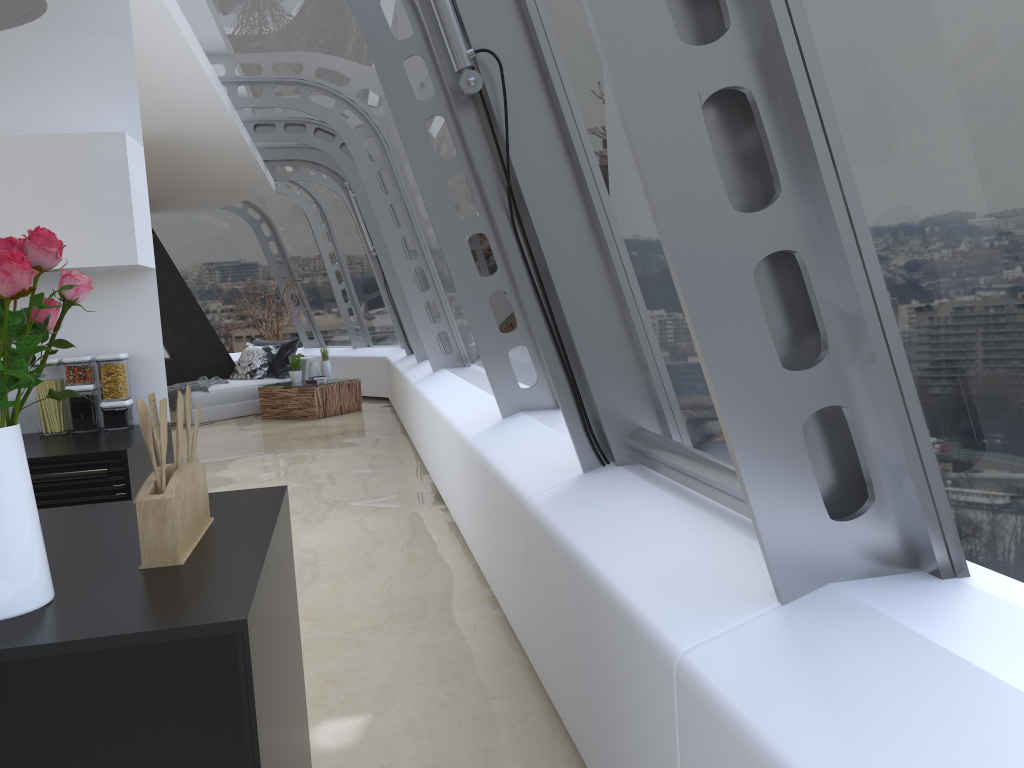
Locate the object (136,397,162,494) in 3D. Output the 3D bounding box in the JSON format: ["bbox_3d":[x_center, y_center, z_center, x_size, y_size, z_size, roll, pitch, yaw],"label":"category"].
[{"bbox_3d":[-0.653,0.171,1.635,0.039,0.298,0.068,-4,5,-10],"label":"object"}]

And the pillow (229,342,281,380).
[{"bbox_3d":[-3.549,-0.308,12.157,0.683,0.528,0.431,0,6,31],"label":"pillow"}]

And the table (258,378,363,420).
[{"bbox_3d":[-2.578,0.190,11.353,1.007,0.436,0.923,0,6,32],"label":"table"}]

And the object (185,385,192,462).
[{"bbox_3d":[-0.674,0.151,1.851,0.027,0.299,0.055,-4,5,-10],"label":"object"}]

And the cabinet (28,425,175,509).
[{"bbox_3d":[-3.977,-0.193,2.946,5.157,2.901,0.831,-5,5,-11],"label":"cabinet"}]

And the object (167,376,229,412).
[{"bbox_3d":[-4.014,0.113,11.345,0.825,0.359,1.024,0,6,35],"label":"object"}]

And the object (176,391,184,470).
[{"bbox_3d":[-0.653,0.161,1.734,0.040,0.299,0.061,-5,5,-12],"label":"object"}]

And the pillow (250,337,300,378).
[{"bbox_3d":[-3.394,-0.359,12.413,1.070,0.597,0.510,0,7,37],"label":"pillow"}]

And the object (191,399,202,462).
[{"bbox_3d":[-0.681,0.165,1.888,0.016,0.259,0.199,-3,5,1],"label":"object"}]

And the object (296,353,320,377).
[{"bbox_3d":[-2.649,-0.229,11.563,0.297,0.370,0.152,-1,6,21],"label":"object"}]

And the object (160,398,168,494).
[{"bbox_3d":[-0.629,0.173,1.602,0.030,0.294,0.057,-4,5,-10],"label":"object"}]

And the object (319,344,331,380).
[{"bbox_3d":[-2.421,-0.309,11.506,0.153,0.511,0.150,0,6,35],"label":"object"}]

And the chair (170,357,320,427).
[{"bbox_3d":[-3.763,0.070,11.954,1.176,0.690,2.068,0,7,37],"label":"chair"}]

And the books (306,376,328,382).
[{"bbox_3d":[-2.486,-0.059,11.282,0.246,0.063,0.265,-7,7,-36],"label":"books"}]

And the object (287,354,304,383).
[{"bbox_3d":[-2.779,-0.202,11.391,0.215,0.369,0.284,-3,5,10],"label":"object"}]

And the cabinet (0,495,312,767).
[{"bbox_3d":[-2.310,0.880,1.457,3.800,0.838,1.007,-5,5,-11],"label":"cabinet"}]

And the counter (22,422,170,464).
[{"bbox_3d":[-3.245,0.355,3.131,3.738,0.025,0.804,-5,5,-11],"label":"counter"}]

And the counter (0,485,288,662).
[{"bbox_3d":[-2.337,0.455,1.417,3.800,0.018,1.006,-5,5,-11],"label":"counter"}]

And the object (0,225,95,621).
[{"bbox_3d":[-0.825,0.057,1.368,0.327,0.596,0.350,-4,5,-4],"label":"object"}]

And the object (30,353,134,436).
[{"bbox_3d":[-1.786,0.041,3.697,0.365,0.315,0.113,-5,5,-10],"label":"object"}]

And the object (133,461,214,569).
[{"bbox_3d":[-0.658,0.240,1.740,0.084,0.157,0.353,-4,5,-10],"label":"object"}]

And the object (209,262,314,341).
[{"bbox_3d":[-3.772,-0.770,13.561,1.508,2.059,1.370,-6,6,-22],"label":"object"}]

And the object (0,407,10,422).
[{"bbox_3d":[-2.115,0.137,3.531,0.205,0.205,0.185,-6,6,-22],"label":"object"}]

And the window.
[{"bbox_3d":[-7.518,-0.156,5.056,16.693,3.674,16.171,-5,6,-17],"label":"window"}]

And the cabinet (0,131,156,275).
[{"bbox_3d":[-3.348,-0.592,3.283,3.741,0.515,0.343,-5,5,-11],"label":"cabinet"}]

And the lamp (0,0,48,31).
[{"bbox_3d":[-1.501,-1.197,1.608,1.112,0.966,0.606,-5,5,-11],"label":"lamp"}]

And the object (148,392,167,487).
[{"bbox_3d":[-0.667,0.166,1.697,0.019,0.299,0.057,-4,5,-10],"label":"object"}]
